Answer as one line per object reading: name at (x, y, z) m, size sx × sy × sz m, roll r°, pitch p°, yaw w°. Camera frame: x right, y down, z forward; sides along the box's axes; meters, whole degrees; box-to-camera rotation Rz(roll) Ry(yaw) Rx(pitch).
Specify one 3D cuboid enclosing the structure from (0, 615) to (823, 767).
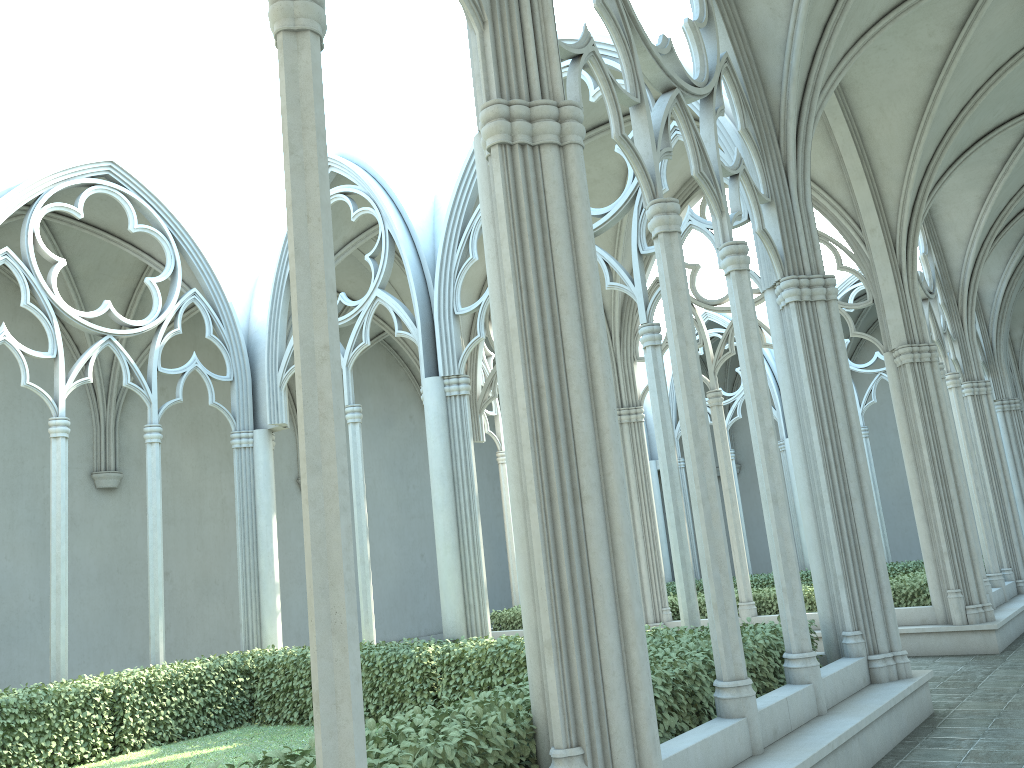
structure at (-2.703, 2.898, 7.000) m, size 7.995 × 0.963 × 8.018 m, roll -14°, pitch -14°, yaw 34°

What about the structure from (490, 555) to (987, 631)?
structure at (5.037, 4.284, 17.434) m, size 7.995 × 0.963 × 8.018 m, roll -14°, pitch -14°, yaw 34°
